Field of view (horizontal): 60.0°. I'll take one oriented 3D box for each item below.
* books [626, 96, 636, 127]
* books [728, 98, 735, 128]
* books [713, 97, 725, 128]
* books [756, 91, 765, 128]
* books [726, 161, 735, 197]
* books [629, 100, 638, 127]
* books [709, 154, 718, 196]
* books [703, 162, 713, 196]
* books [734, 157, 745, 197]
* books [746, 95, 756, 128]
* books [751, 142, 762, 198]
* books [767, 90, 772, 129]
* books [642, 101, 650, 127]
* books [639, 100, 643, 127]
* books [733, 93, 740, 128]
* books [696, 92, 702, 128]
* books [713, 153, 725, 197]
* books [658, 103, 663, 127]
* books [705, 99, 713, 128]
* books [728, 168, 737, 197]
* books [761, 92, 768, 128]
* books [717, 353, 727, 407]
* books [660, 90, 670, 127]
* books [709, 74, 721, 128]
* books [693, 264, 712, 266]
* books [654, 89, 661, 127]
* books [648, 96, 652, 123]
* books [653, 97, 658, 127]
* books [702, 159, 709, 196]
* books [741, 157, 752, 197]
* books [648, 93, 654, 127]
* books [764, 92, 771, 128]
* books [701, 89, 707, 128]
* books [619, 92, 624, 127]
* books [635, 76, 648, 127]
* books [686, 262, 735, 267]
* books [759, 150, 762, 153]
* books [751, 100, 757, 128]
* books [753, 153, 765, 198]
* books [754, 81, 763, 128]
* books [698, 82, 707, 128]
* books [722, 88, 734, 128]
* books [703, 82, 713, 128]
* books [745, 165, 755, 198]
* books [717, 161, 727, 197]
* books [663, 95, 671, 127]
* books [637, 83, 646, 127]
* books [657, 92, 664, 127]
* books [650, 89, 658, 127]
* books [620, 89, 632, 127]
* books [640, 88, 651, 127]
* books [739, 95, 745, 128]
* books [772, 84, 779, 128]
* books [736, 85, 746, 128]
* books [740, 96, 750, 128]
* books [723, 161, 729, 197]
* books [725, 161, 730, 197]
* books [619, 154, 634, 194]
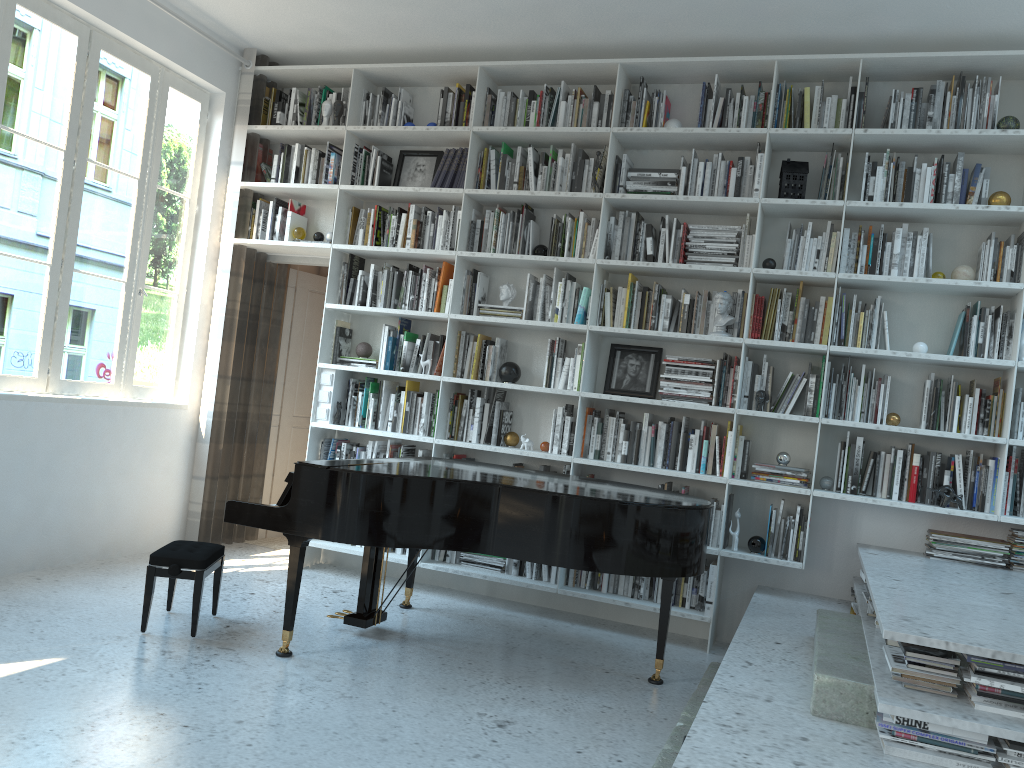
[{"bbox_3d":[0.689,-1.512,5.085,0.023,0.228,0.157,7,-1,20],"label":"books"},{"bbox_3d":[1.211,-1.442,4.879,0.033,0.203,0.166,7,-1,20],"label":"books"},{"bbox_3d":[1.147,-1.453,4.904,0.050,0.211,0.173,7,-1,20],"label":"books"},{"bbox_3d":[1.357,-1.447,4.835,0.028,0.244,0.161,7,-1,20],"label":"books"},{"bbox_3d":[1.199,-1.088,4.865,0.012,0.230,0.158,7,-1,20],"label":"books"},{"bbox_3d":[0.705,-1.494,5.064,0.026,0.194,0.166,7,-1,20],"label":"books"},{"bbox_3d":[1.127,-1.117,4.917,0.029,0.273,0.140,7,-1,20],"label":"books"},{"bbox_3d":[1.090,-1.094,4.908,0.028,0.219,0.183,7,-1,20],"label":"books"},{"bbox_3d":[1.246,-1.092,4.844,0.032,0.248,0.173,7,-1,20],"label":"books"},{"bbox_3d":[1.314,-1.446,4.872,0.026,0.233,0.137,7,-1,20],"label":"books"},{"bbox_3d":[1.329,-1.126,4.827,0.012,0.334,0.156,7,-1,20],"label":"books"},{"bbox_3d":[1.410,-1.447,4.825,0.022,0.257,0.137,7,-1,20],"label":"books"},{"bbox_3d":[0.773,-1.486,5.046,0.023,0.195,0.172,7,-1,20],"label":"books"},{"bbox_3d":[0.752,-1.493,5.069,0.011,0.205,0.145,7,-1,20],"label":"books"},{"bbox_3d":[1.241,-1.456,4.874,0.023,0.236,0.154,7,-1,20],"label":"books"},{"bbox_3d":[1.055,-1.480,4.954,0.012,0.245,0.151,7,-1,20],"label":"books"},{"bbox_3d":[1.144,-1.114,4.889,0.023,0.269,0.185,7,-1,20],"label":"books"},{"bbox_3d":[0.851,-1.473,5.021,0.010,0.186,0.152,7,-1,20],"label":"books"},{"bbox_3d":[1.106,-1.456,4.937,0.031,0.208,0.147,7,-1,20],"label":"books"},{"bbox_3d":[1.214,-1.065,4.854,0.028,0.188,0.176,7,-1,20],"label":"books"},{"bbox_3d":[1.380,-1.444,4.837,0.014,0.244,0.145,7,-1,20],"label":"books"},{"bbox_3d":[1.155,-0.018,4.856,0.011,0.299,0.130,7,-1,20],"label":"books"},{"bbox_3d":[0.863,-1.507,5.012,0.011,0.256,0.143,7,-1,20],"label":"books"},{"bbox_3d":[1.125,-1.517,4.909,0.010,0.331,0.186,7,-1,20],"label":"books"},{"bbox_3d":[1.100,-0.633,4.884,0.254,0.012,0.161,6,-1,16],"label":"books"},{"bbox_3d":[0.833,-1.510,5.020,0.005,0.255,0.168,7,-1,20],"label":"books"},{"bbox_3d":[0.796,-1.502,5.060,0.006,0.233,0.136,7,-1,20],"label":"books"},{"bbox_3d":[0.822,-1.493,5.025,0.016,0.219,0.144,7,-1,20],"label":"books"},{"bbox_3d":[1.076,-1.108,4.924,0.012,0.244,0.131,7,-1,20],"label":"books"},{"bbox_3d":[1.280,-1.094,4.848,0.029,0.261,0.133,7,-1,20],"label":"books"},{"bbox_3d":[0.802,-1.510,5.044,0.014,0.248,0.139,7,-1,20],"label":"books"},{"bbox_3d":[1.390,-1.440,4.824,0.014,0.238,0.153,7,-1,20],"label":"books"},{"bbox_3d":[1.079,-1.489,4.944,0.011,0.267,0.129,7,-1,20],"label":"books"},{"bbox_3d":[0.650,-1.529,5.100,0.012,0.254,0.161,7,-1,20],"label":"books"},{"bbox_3d":[0.737,-1.563,5.071,0.014,0.341,0.145,7,-1,20],"label":"books"},{"bbox_3d":[1.102,-0.645,4.886,0.254,0.012,0.161,6,-1,23],"label":"books"},{"bbox_3d":[1.343,-1.106,4.840,0.010,0.299,0.133,7,-1,20],"label":"books"},{"bbox_3d":[1.329,-1.429,4.859,0.014,0.204,0.135,7,-1,20],"label":"books"},{"bbox_3d":[1.334,-1.078,4.755,0.037,0.237,0.272,7,-1,20],"label":"books"},{"bbox_3d":[1.345,-1.480,4.849,0.012,0.308,0.138,7,-1,20],"label":"books"},{"bbox_3d":[1.063,-1.504,4.933,0.014,0.292,0.176,7,-1,20],"label":"books"},{"bbox_3d":[1.193,-1.477,4.908,0.028,0.270,0.140,7,-1,20],"label":"books"},{"bbox_3d":[1.088,-1.502,4.933,0.011,0.296,0.157,7,-1,20],"label":"books"},{"bbox_3d":[1.299,-1.063,4.825,0.029,0.202,0.191,7,-1,20],"label":"books"},{"bbox_3d":[1.160,-1.089,4.873,0.023,0.223,0.190,7,-1,20],"label":"books"},{"bbox_3d":[0.875,-1.495,5.028,0.004,0.235,0.137,7,-1,20],"label":"books"},{"bbox_3d":[0.744,-1.540,5.061,0.010,0.296,0.153,7,-1,20],"label":"books"},{"bbox_3d":[0.848,-1.505,5.035,0.013,0.249,0.148,7,-1,20],"label":"books"},{"bbox_3d":[0.813,-1.517,5.034,0.013,0.264,0.147,7,-1,20],"label":"books"},{"bbox_3d":[0.661,-1.528,5.075,0.026,0.253,0.185,7,-1,20],"label":"books"},{"bbox_3d":[0.757,-1.523,5.040,0.011,0.265,0.163,7,-1,20],"label":"books"},{"bbox_3d":[1.264,-1.443,4.860,0.012,0.217,0.179,7,-1,20],"label":"books"},{"bbox_3d":[1.436,-1.458,4.818,0.012,0.285,0.159,7,-1,20],"label":"books"},{"bbox_3d":[1.254,-1.472,4.855,0.010,0.270,0.180,7,-1,20],"label":"books"},{"bbox_3d":[1.274,-1.435,4.838,0.023,0.202,0.193,7,-1,20],"label":"books"},{"bbox_3d":[1.185,-1.093,4.890,0.011,0.239,0.139,7,-1,20],"label":"books"},{"bbox_3d":[1.191,-1.089,4.875,0.010,0.230,0.152,7,-1,20],"label":"books"},{"bbox_3d":[0.650,-1.158,5.051,0.021,0.249,0.191,7,-1,20],"label":"books"}]
